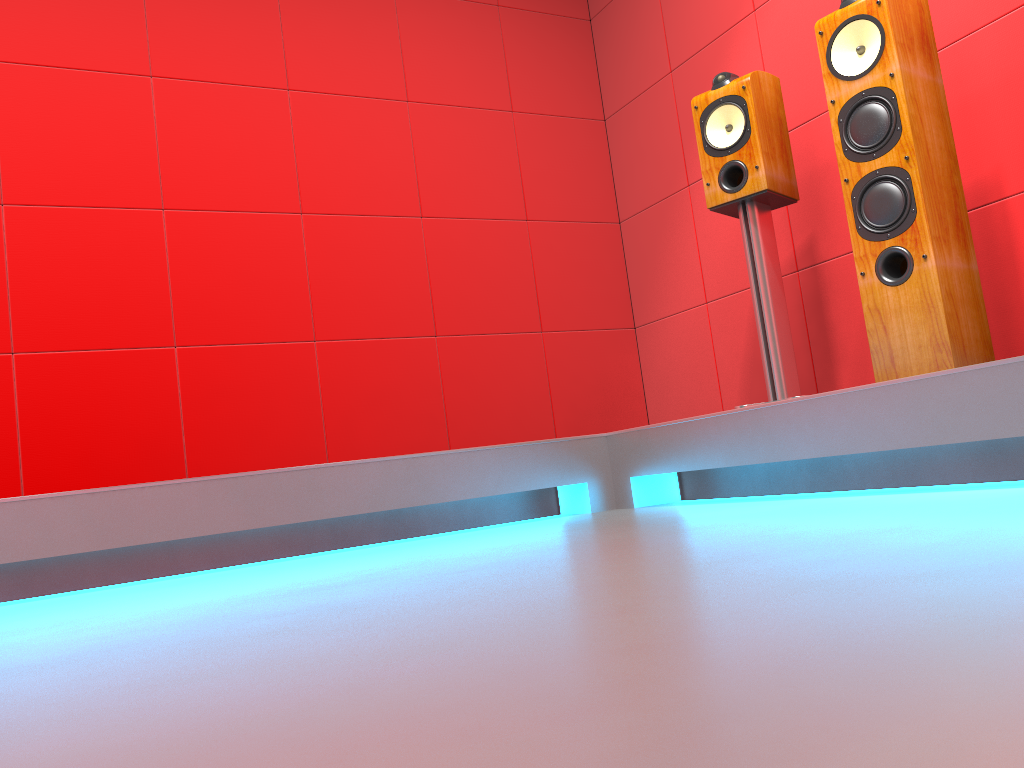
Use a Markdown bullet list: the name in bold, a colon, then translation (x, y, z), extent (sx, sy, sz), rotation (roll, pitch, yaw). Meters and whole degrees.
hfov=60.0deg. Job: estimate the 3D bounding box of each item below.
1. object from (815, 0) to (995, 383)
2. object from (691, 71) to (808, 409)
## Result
- **object**: translation (1.013, -0.525, 2.313), extent (0.238, 1.052, 0.203), rotation (-3, -8, -39)
- **object**: translation (0.771, -0.449, 2.763), extent (0.231, 1.058, 0.265), rotation (-13, -8, 41)
